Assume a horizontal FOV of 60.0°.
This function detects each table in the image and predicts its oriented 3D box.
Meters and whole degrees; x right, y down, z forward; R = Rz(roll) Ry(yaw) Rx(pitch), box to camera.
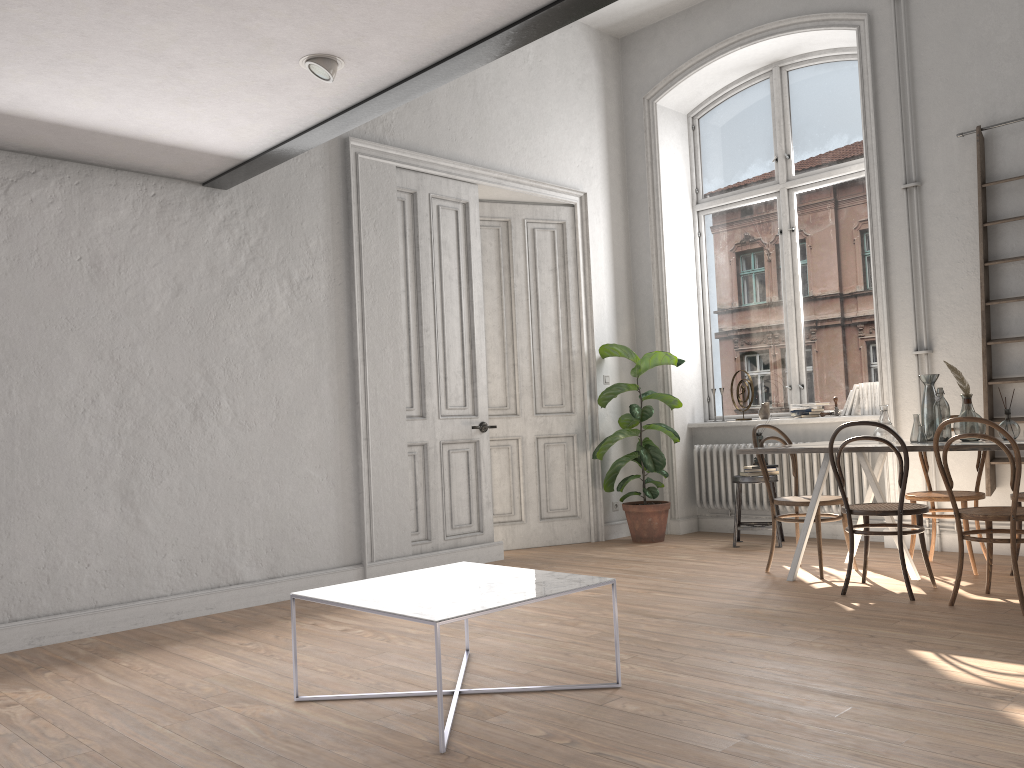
[{"bbox_3d":[2.504,0.700,4.824,1.100,0.779,2.201,0,-4,-44],"label":"table"},{"bbox_3d":[-0.209,0.937,3.253,0.849,0.392,0.849,0,-4,-44],"label":"table"}]

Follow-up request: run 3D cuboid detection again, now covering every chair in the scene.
[{"bbox_3d":[1.805,0.699,5.508,0.438,0.920,0.549,-1,-3,-36],"label":"chair"},{"bbox_3d":[2.651,0.654,5.399,0.438,0.920,0.549,-5,-4,44],"label":"chair"},{"bbox_3d":[2.355,0.611,4.305,0.549,0.920,0.438,-1,-3,-33],"label":"chair"},{"bbox_3d":[1.865,0.957,6.750,0.364,0.522,0.360,-4,-3,19],"label":"chair"},{"bbox_3d":[3.107,0.614,5.045,0.549,0.920,0.438,-1,-3,-37],"label":"chair"},{"bbox_3d":[1.974,0.652,4.748,0.438,0.920,0.549,-5,-3,41],"label":"chair"}]

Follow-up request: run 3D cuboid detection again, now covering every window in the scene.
[{"bbox_3d":[2.307,-1.184,7.378,0.013,2.842,1.623,0,-4,-44],"label":"window"}]

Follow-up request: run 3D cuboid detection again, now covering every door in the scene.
[{"bbox_3d":[-0.603,-0.101,6.278,1.097,2.813,0.216,0,-3,-43],"label":"door"},{"bbox_3d":[0.113,-0.086,7.209,1.097,2.813,0.216,-2,-3,-20],"label":"door"}]

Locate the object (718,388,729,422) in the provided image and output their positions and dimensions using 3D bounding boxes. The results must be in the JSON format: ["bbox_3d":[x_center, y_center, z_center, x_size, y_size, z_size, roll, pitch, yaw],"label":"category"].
[{"bbox_3d":[1.804,0.178,7.599,0.095,0.289,0.095,-2,-3,-22],"label":"object"}]

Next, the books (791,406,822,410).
[{"bbox_3d":[2.349,0.192,7.068,0.205,0.020,0.155,-5,-4,36],"label":"books"}]

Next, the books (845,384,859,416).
[{"bbox_3d":[2.639,0.123,6.808,0.174,0.235,0.100,0,-4,-44],"label":"books"}]

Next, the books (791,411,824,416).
[{"bbox_3d":[2.357,0.235,7.078,0.155,0.022,0.205,-1,-3,-24],"label":"books"}]

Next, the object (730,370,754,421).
[{"bbox_3d":[1.947,0.096,7.481,0.087,0.425,0.347,-2,-3,-12],"label":"object"}]

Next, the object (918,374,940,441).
[{"bbox_3d":[2.422,0.137,5.128,0.116,0.382,0.116,-1,-3,-33],"label":"object"}]

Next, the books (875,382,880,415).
[{"bbox_3d":[2.782,0.105,6.661,0.174,0.243,0.019,0,-4,-44],"label":"books"}]

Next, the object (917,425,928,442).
[{"bbox_3d":[2.294,0.279,4.963,0.058,0.094,0.058,-2,-3,-16],"label":"object"}]

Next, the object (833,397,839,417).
[{"bbox_3d":[2.506,0.174,6.852,0.048,0.153,0.088,-3,-3,16],"label":"object"}]

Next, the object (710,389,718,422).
[{"bbox_3d":[1.763,0.186,7.723,0.095,0.289,0.095,-2,-3,-13],"label":"object"}]

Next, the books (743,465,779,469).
[{"bbox_3d":[1.898,0.633,6.768,0.221,0.027,0.147,-2,-3,-12],"label":"books"}]

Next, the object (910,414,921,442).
[{"bbox_3d":[2.318,0.252,5.074,0.083,0.158,0.083,-5,-3,41],"label":"object"}]

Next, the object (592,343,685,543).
[{"bbox_3d":[2.657,0.184,5.278,0.792,1.841,5.829,-1,-4,-39],"label":"object"}]

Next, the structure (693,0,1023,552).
[{"bbox_3d":[3.268,-1.134,5.809,0.340,4.472,5.184,0,-4,-44],"label":"structure"}]

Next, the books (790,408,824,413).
[{"bbox_3d":[2.357,0.213,7.077,0.147,0.023,0.221,-1,-3,-28],"label":"books"}]

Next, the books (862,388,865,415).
[{"bbox_3d":[2.710,0.132,6.737,0.155,0.205,0.020,0,-4,-44],"label":"books"}]

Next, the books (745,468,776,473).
[{"bbox_3d":[1.897,0.655,6.768,0.232,0.029,0.163,-4,-3,16],"label":"books"}]

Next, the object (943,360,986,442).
[{"bbox_3d":[2.465,0.086,4.797,0.157,0.446,0.157,-1,-3,-26],"label":"object"}]

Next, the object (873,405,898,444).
[{"bbox_3d":[2.136,0.230,5.078,0.132,0.219,0.132,-4,-3,35],"label":"object"}]

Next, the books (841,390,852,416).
[{"bbox_3d":[2.616,0.145,6.838,0.105,0.194,0.155,-5,-4,45],"label":"books"}]

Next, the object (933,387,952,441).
[{"bbox_3d":[2.412,0.170,4.978,0.086,0.301,0.086,-4,-3,31],"label":"object"}]

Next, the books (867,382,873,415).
[{"bbox_3d":[2.738,0.110,6.706,0.174,0.243,0.019,0,-4,-44],"label":"books"}]

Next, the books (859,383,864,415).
[{"bbox_3d":[2.705,0.115,6.771,0.175,0.243,0.024,0,-4,-44],"label":"books"}]

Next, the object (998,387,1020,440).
[{"bbox_3d":[2.643,0.156,4.728,0.107,0.283,0.107,-5,-3,41],"label":"object"}]

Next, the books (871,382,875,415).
[{"bbox_3d":[2.765,0.108,6.704,0.174,0.243,0.019,0,-4,-44],"label":"books"}]

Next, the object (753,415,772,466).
[{"bbox_3d":[1.917,0.429,6.789,0.163,0.383,0.154,-4,-3,19],"label":"object"}]

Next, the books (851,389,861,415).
[{"bbox_3d":[2.658,0.137,6.790,0.155,0.203,0.072,0,-4,-44],"label":"books"}]

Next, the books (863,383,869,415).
[{"bbox_3d":[2.717,0.111,6.715,0.175,0.243,0.024,0,-4,-44],"label":"books"}]

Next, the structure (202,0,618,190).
[{"bbox_3d":[-1.139,-1.960,1.692,4.158,1.212,5.929,0,-4,-44],"label":"structure"}]

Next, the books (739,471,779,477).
[{"bbox_3d":[1.888,0.682,6.773,0.246,0.034,0.194,-2,-3,-4],"label":"books"}]

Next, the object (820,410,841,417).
[{"bbox_3d":[2.489,0.232,6.950,0.153,0.048,0.088,-2,-3,-5],"label":"object"}]

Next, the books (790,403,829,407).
[{"bbox_3d":[2.375,0.166,7.069,0.174,0.019,0.244,-1,-4,-34],"label":"books"}]

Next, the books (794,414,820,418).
[{"bbox_3d":[2.356,0.258,7.084,0.147,0.023,0.221,-3,-3,5],"label":"books"}]

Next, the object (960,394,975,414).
[{"bbox_3d":[2.544,0.186,4.947,0.098,0.255,0.100,-4,-3,22],"label":"object"}]

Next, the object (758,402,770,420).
[{"bbox_3d":[2.086,0.223,7.334,0.100,0.142,0.102,-4,-3,20],"label":"object"}]

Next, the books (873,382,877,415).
[{"bbox_3d":[2.783,0.107,6.692,0.175,0.243,0.024,0,-4,-44],"label":"books"}]
